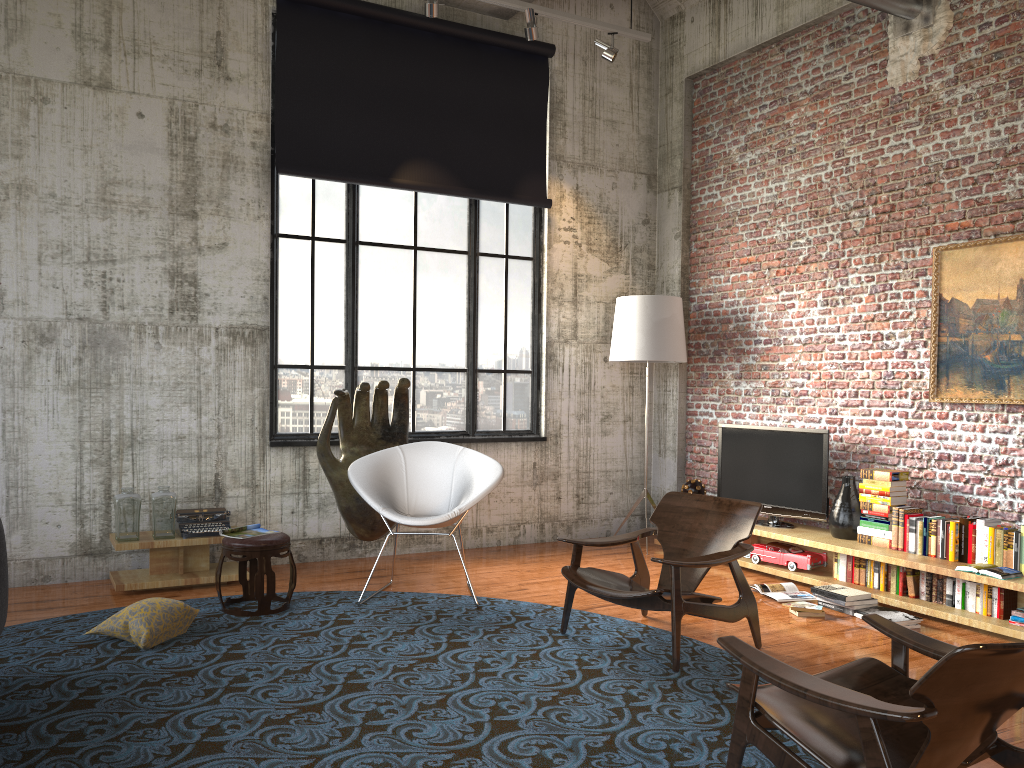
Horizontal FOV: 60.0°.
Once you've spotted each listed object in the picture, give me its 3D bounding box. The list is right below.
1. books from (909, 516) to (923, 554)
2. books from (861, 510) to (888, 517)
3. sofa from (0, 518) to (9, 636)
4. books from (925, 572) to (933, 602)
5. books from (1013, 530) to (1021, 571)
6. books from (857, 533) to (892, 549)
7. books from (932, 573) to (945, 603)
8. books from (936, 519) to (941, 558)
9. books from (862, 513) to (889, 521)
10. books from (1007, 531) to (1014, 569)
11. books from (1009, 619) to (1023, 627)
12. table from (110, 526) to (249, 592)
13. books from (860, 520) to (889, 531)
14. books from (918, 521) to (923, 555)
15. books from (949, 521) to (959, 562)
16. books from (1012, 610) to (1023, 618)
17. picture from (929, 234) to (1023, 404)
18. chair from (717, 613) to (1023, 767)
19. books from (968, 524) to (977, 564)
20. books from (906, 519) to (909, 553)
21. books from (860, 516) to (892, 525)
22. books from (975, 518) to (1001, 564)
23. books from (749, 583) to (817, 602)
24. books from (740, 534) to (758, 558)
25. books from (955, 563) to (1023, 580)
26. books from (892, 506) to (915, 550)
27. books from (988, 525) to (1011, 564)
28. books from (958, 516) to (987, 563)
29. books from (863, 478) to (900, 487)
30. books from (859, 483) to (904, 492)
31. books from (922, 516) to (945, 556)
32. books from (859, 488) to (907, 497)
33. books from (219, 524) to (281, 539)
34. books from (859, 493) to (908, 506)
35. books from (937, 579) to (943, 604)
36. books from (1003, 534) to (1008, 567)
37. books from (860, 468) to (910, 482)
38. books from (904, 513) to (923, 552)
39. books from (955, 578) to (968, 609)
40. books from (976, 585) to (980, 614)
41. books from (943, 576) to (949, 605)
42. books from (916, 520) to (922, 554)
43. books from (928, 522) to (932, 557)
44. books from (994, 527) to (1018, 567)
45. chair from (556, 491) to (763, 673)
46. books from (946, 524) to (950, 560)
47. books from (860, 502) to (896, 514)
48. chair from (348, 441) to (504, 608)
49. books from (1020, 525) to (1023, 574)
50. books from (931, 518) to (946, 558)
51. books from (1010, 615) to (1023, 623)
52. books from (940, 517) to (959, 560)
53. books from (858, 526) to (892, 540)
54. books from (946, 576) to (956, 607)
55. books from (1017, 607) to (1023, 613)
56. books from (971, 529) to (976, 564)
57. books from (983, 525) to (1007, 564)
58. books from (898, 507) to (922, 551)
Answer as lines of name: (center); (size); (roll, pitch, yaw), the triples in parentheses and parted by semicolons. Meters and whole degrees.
books: (2.750, 1.015, 5.967); (0.174, 0.240, 0.045); (0, 2, -29)
books: (2.611, 0.908, 6.251); (0.161, 0.026, 0.223); (1, 0, -29)
sofa: (-2.346, 0.993, 2.641); (1.362, 0.862, 3.002); (1, 0, -27)
books: (2.755, 1.316, 5.765); (0.142, 0.187, 0.043); (0, 2, -29)
books: (3.115, 1.016, 5.384); (0.183, 0.254, 0.034); (0, 2, -29)
books: (2.625, 1.103, 6.263); (0.198, 0.066, 0.284); (1, 0, -29)
books: (2.762, 1.297, 5.724); (0.105, 0.225, 0.033); (0, 2, -29)
books: (2.847, 1.011, 5.810); (0.160, 0.251, 0.032); (0, 2, -29)
books: (2.614, 0.934, 6.254); (0.161, 0.027, 0.223); (1, 0, -29)
books: (3.106, 1.023, 5.424); (0.174, 0.240, 0.045); (0, 2, -29)
books: (3.039, 1.398, 5.154); (0.149, 0.026, 0.214); (1, 0, -29)
table: (-2.356, 1.245, 6.288); (0.875, 0.359, 0.475); (1, 1, -29)
books: (2.617, 0.995, 6.264); (0.174, 0.045, 0.240); (1, 0, -29)
books: (2.776, 1.023, 5.911); (0.161, 0.223, 0.026); (0, 2, -29)
books: (2.895, 1.010, 5.717); (0.183, 0.254, 0.034); (0, 2, -29)
books: (3.040, 1.347, 5.156); (0.132, 0.024, 0.192); (1, 0, -24)
picture: (3.162, -0.405, 5.655); (0.040, 1.065, 1.064); (0, 1, -29)
chair: (1.266, 1.069, 2.855); (0.875, 0.794, 1.042); (0, 1, -28)
books: (2.969, 1.016, 5.649); (0.160, 0.251, 0.026); (0, 2, -29)
books: (2.733, 1.023, 5.999); (0.161, 0.223, 0.026); (0, 2, -29)
books: (2.613, 0.960, 6.254); (0.160, 0.026, 0.250); (1, 0, -29)
books: (3.006, 0.996, 5.595); (0.176, 0.291, 0.053); (0, 2, -29)
books: (1.879, 1.441, 6.197); (0.300, 0.049, 0.422); (1, 0, -14)
books: (1.879, 1.297, 7.272); (0.173, 0.218, 0.232); (0, 1, -29)
books: (2.867, 1.119, 5.325); (0.214, 0.040, 0.316); (1, 0, -29)
books: (2.686, 0.989, 6.087); (0.176, 0.291, 0.044); (0, 2, -29)
books: (3.039, 1.015, 5.526); (0.183, 0.254, 0.034); (0, 2, -29)
books: (2.960, 0.999, 5.696); (0.198, 0.284, 0.066); (0, 2, -29)
books: (2.627, 0.692, 6.245); (0.168, 0.037, 0.231); (1, 0, -29)
books: (2.612, 0.727, 6.247); (0.183, 0.034, 0.253); (1, 0, -29)
books: (2.803, 1.009, 5.891); (0.183, 0.254, 0.034); (0, 2, -29)
books: (2.616, 0.761, 6.250); (0.183, 0.034, 0.253); (1, 0, -29)
books: (-1.665, 0.937, 5.642); (0.229, 0.043, 0.300); (1, 0, 35)
books: (2.619, 0.808, 6.251); (0.180, 0.060, 0.259); (1, 0, -29)
books: (2.782, 1.332, 5.697); (0.108, 0.156, 0.036); (0, 2, -29)
books: (3.082, 1.031, 5.451); (0.161, 0.223, 0.027); (0, 2, -29)
books: (2.632, 0.640, 6.249); (0.198, 0.066, 0.259); (1, 0, -29)
books: (2.729, 1.009, 6.025); (0.160, 0.251, 0.026); (0, 2, -29)
books: (2.855, 1.301, 5.588); (0.133, 0.219, 0.040); (0, 2, -29)
books: (2.918, 1.324, 5.474); (0.127, 0.174, 0.028); (0, 2, -29)
books: (2.808, 1.319, 5.674); (0.120, 0.182, 0.028); (0, 2, -29)
books: (2.771, 1.023, 5.938); (0.161, 0.223, 0.027); (0, 2, -29)
books: (2.816, 1.024, 5.864); (0.161, 0.223, 0.027); (0, 2, -29)
books: (3.063, 1.019, 5.488); (0.171, 0.246, 0.057); (0, 2, -29)
chair: (0.852, 1.067, 5.034); (1.043, 0.794, 0.874); (0, 1, -39)
books: (2.892, 1.021, 5.756); (0.168, 0.231, 0.037); (0, 2, -29)
books: (2.617, 0.867, 6.253); (0.171, 0.057, 0.246); (1, 0, -29)
chair: (-0.595, 0.927, 6.031); (1.057, 1.031, 0.806); (1, 1, 10)
books: (3.140, 0.998, 5.358); (0.176, 0.291, 0.036); (0, 2, -29)
books: (2.829, 1.013, 5.837); (0.171, 0.246, 0.032); (0, 2, -29)
books: (3.039, 1.372, 5.153); (0.149, 0.025, 0.214); (1, 0, -44)
books: (2.865, 1.006, 5.782); (0.180, 0.260, 0.034); (0, 2, -29)
books: (2.619, 1.044, 6.256); (0.176, 0.053, 0.290); (1, 0, -29)
books: (2.823, 1.318, 5.642); (0.129, 0.186, 0.043); (0, 2, -29)
books: (3.041, 1.326, 5.152); (0.108, 0.019, 0.154); (1, 0, -29)
books: (2.979, 1.030, 5.626); (0.161, 0.223, 0.026); (0, 2, -29)
books: (3.026, 1.015, 5.557); (0.183, 0.254, 0.034); (0, 2, -29)
books: (2.721, 0.992, 6.058); (0.198, 0.285, 0.040); (0, 2, -29)
